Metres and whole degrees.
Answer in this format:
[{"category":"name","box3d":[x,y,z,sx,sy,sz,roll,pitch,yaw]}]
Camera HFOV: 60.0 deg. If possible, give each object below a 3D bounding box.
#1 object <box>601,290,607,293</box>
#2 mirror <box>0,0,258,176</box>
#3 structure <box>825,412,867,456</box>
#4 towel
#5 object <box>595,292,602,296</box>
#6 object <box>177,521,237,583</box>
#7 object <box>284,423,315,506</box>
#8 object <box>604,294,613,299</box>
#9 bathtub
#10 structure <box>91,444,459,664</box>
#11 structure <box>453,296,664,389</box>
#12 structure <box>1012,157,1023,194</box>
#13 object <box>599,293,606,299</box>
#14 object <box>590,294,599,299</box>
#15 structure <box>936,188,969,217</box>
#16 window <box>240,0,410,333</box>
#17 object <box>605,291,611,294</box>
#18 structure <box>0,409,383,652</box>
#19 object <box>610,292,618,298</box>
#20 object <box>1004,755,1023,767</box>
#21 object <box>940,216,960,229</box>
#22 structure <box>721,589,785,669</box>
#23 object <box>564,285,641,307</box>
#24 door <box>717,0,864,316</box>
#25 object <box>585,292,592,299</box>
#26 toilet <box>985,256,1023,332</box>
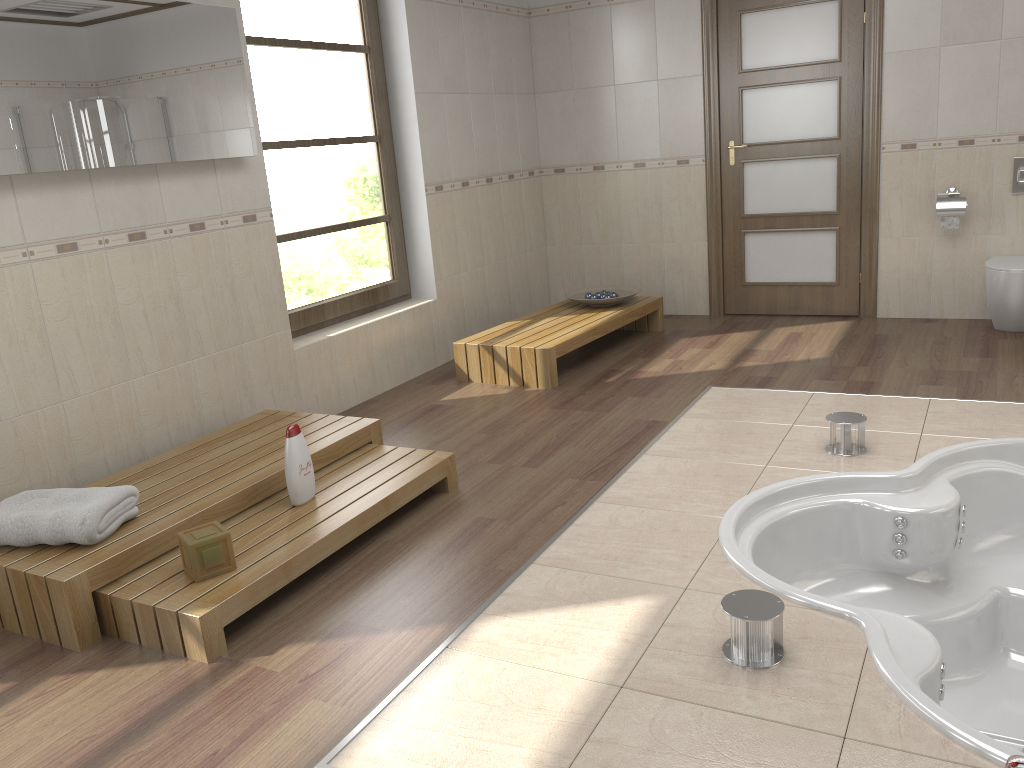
[{"category":"object","box3d":[0.597,-0.578,5.737,0.060,0.060,0.060,3,17,28]},{"category":"mirror","box3d":[-1.645,-0.982,2.853,0.005,0.600,2.200,3,17,28]},{"category":"structure","box3d":[1.294,0.193,3.436,0.150,0.131,0.150,-6,15,-5]},{"category":"towel","box3d":[-1.398,0.404,2.733,0.399,0.119,0.280,-3,15,9]},{"category":"object","box3d":[0.556,-0.562,5.693,0.060,0.060,0.060,3,17,28]},{"category":"object","box3d":[-0.885,0.484,2.572,0.120,0.120,0.120,-16,18,-34]},{"category":"object","box3d":[-0.727,0.269,3.013,0.063,0.276,0.134,1,16,21]},{"category":"object","box3d":[0.606,-0.537,5.578,0.060,0.060,0.060,3,17,28]},{"category":"bathtub","box3d":[1.635,0.802,2.551,1.751,0.674,1.754,-9,16,-15]},{"category":"structure","box3d":[-0.785,0.488,3.022,0.620,0.140,1.280,3,17,28]},{"category":"structure","box3d":[0.334,-0.292,5.360,0.620,0.220,1.450,5,18,33]},{"category":"structure","box3d":[2.896,-1.179,5.008,0.120,0.200,0.010,3,17,28]},{"category":"object","box3d":[0.583,-0.548,5.633,0.060,0.060,0.060,3,17,28]},{"category":"object","box3d":[0.521,-0.542,5.625,0.060,0.060,0.060,3,17,28]},{"category":"structure","box3d":[2.558,-1.057,5.150,0.170,0.151,0.154,3,17,28]},{"category":"window","box3d":[-0.978,-1.311,4.580,0.117,1.934,1.188,3,17,28]},{"category":"object","box3d":[0.618,-0.564,5.680,0.060,0.060,0.060,3,17,28]},{"category":"structure","box3d":[-1.142,0.430,3.197,0.620,0.220,1.450,3,17,28]},{"category":"object","box3d":[0.645,-0.555,5.624,0.060,0.060,0.060,3,17,28]},{"category":"object","box3d":[0.883,0.725,1.542,0.055,0.153,0.055,1,16,21]},{"category":"object","box3d":[2.548,-0.982,5.152,0.098,0.151,0.090,3,17,28]},{"category":"structure","box3d":[0.591,0.600,2.176,0.150,0.131,0.150,5,18,33]},{"category":"object","box3d":[0.578,-0.549,5.657,0.487,0.076,0.487,-9,16,-14]},{"category":"door","box3d":[1.748,-1.434,5.598,0.861,2.026,0.102,2,17,26]},{"category":"object","box3d":[0.495,-0.557,5.680,0.060,0.060,0.060,3,17,28]},{"category":"toilet","box3d":[2.832,-0.492,4.964,0.337,0.388,0.519,3,17,28]}]
